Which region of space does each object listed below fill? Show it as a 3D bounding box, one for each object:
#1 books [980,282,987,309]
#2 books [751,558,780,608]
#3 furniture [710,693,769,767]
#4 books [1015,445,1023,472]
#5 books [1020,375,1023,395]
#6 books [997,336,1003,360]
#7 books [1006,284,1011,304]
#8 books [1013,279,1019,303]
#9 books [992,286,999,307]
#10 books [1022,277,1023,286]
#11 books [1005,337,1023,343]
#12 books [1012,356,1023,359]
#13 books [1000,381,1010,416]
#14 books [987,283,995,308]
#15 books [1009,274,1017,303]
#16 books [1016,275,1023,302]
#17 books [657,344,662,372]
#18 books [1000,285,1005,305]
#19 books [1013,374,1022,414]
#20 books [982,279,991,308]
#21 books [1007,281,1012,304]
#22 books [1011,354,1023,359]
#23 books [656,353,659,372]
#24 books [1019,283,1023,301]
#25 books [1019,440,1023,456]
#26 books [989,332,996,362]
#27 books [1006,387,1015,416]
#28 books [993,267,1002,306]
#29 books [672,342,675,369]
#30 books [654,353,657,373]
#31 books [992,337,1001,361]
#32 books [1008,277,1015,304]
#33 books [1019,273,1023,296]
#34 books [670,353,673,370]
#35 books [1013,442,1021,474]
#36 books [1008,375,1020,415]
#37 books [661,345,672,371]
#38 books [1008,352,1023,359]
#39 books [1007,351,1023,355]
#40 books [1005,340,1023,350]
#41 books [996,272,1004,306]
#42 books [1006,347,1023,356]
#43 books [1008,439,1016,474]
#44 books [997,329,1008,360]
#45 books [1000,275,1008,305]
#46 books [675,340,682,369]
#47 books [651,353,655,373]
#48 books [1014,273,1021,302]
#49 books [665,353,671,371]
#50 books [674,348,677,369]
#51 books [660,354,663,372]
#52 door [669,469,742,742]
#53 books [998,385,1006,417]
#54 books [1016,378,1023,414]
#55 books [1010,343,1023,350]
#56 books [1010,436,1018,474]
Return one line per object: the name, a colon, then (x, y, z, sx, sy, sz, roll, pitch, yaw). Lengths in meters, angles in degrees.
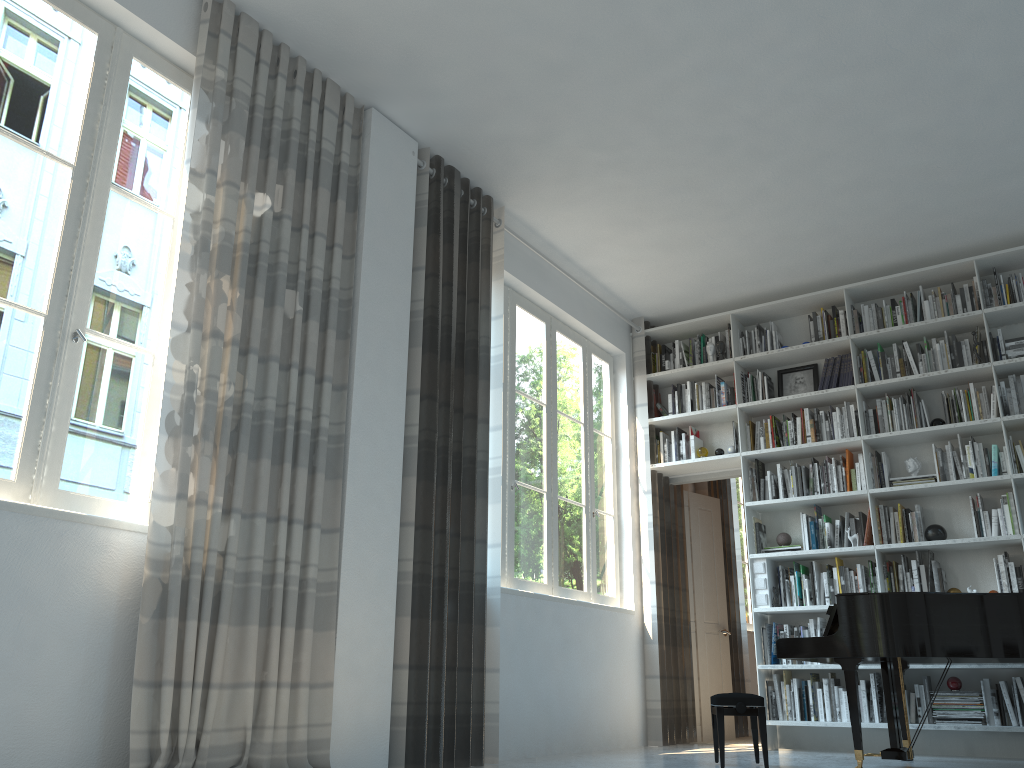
books: (3.202, -0.548, 5.995, 0.012, 0.253, 0.161, -11, -22, 31)
books: (1.793, 1.415, 6.237, 0.106, 0.338, 0.307, -11, -22, 31)
furniture: (1.161, 1.770, 4.551, 0.240, 0.352, 0.469, -2, -19, 8)
books: (3.228, 0.501, 5.598, 0.053, 0.208, 0.156, -11, -22, 31)
books: (3.311, 0.102, 5.696, 0.029, 0.294, 0.151, -11, -22, 31)
books: (3.228, -0.192, 5.847, 0.013, 0.217, 0.141, -11, -22, 31)
books: (3.313, -0.546, 5.907, 0.023, 0.195, 0.172, -11, -22, 31)
books: (3.355, -0.567, 5.881, 0.016, 0.218, 0.144, -11, -22, 31)
books: (3.251, -0.535, 5.939, 0.026, 0.194, 0.167, -11, -22, 31)
books: (3.406, -0.578, 5.874, 0.004, 0.235, 0.138, -11, -22, 31)
books: (3.382, -0.279, 5.779, 0.285, 0.024, 0.160, -12, -22, 31)
books: (3.374, -0.161, 5.731, 0.254, 0.012, 0.161, -14, -24, 36)
books: (3.206, 0.134, 5.747, 0.026, 0.266, 0.171, -11, -22, 31)
books: (3.238, -0.543, 5.967, 0.023, 0.227, 0.157, -11, -22, 31)
books: (3.346, -0.585, 5.899, 0.013, 0.263, 0.147, -11, -22, 31)
books: (3.381, -0.580, 5.889, 0.013, 0.248, 0.148, -11, -22, 31)
books: (1.227, -0.165, 7.200, 0.014, 0.285, 0.175, -11, -22, 31)
books: (3.298, -0.542, 5.935, 0.011, 0.204, 0.146, -11, -22, 31)
books: (3.277, 0.104, 5.729, 0.014, 0.312, 0.134, -11, -22, 31)
books: (3.207, -0.556, 5.969, 0.026, 0.252, 0.186, -11, -22, 31)
books: (3.337, -0.561, 5.921, 0.006, 0.232, 0.136, -11, -22, 31)
books: (3.376, -0.172, 5.738, 0.254, 0.012, 0.161, -10, -22, 28)
books: (1.216, -0.129, 7.207, 0.023, 0.222, 0.151, -11, -22, 31)
books: (3.384, -0.555, 5.866, 0.010, 0.186, 0.153, -11, -22, 31)
books: (3.251, 0.486, 5.603, 0.042, 0.241, 0.162, -11, -22, 31)
books: (3.199, -0.201, 5.879, 0.012, 0.253, 0.161, -11, -22, 31)
books: (3.237, 0.152, 5.739, 0.027, 0.227, 0.147, -11, -22, 31)
books: (3.276, -0.604, 5.963, 0.014, 0.339, 0.145, -11, -22, 31)
books: (1.332, -0.181, 7.142, 0.010, 0.280, 0.161, -11, -22, 31)
books: (1.202, -0.125, 7.228, 0.024, 0.227, 0.130, -11, -22, 31)
books: (3.204, -0.185, 5.844, 0.027, 0.200, 0.168, -11, -22, 31)
books: (3.338, -0.573, 5.908, 0.014, 0.247, 0.139, -11, -22, 31)
books: (3.390, -0.591, 5.866, 0.011, 0.255, 0.144, -11, -22, 31)
books: (1.323, -0.133, 7.152, 0.031, 0.195, 0.145, -11, -22, 31)
books: (3.215, 0.501, 5.639, 0.011, 0.234, 0.142, -11, -22, 31)
books: (3.250, 0.110, 5.722, 0.026, 0.296, 0.179, -11, -22, 31)
books: (1.262, -0.165, 7.172, 0.025, 0.268, 0.177, -11, -22, 31)
books: (3.376, -0.183, 5.742, 0.285, 0.012, 0.160, -10, -22, 28)
books: (3.378, -0.194, 5.747, 0.285, 0.012, 0.160, -11, -22, 29)
books: (3.380, -0.257, 5.768, 0.285, 0.024, 0.160, -13, -23, 33)
books: (3.283, -0.586, 5.945, 0.010, 0.295, 0.153, -11, -22, 31)
books: (3.375, -0.213, 5.746, 0.285, 0.024, 0.160, -14, -24, 36)
books: (3.193, 0.494, 5.646, 0.012, 0.253, 0.161, -11, -22, 31)
books: (3.231, -0.216, 5.826, 0.021, 0.248, 0.192, -11, -22, 31)
books: (3.293, -0.579, 5.917, 0.011, 0.264, 0.164, -11, -22, 31)
books: (1.367, -0.190, 7.119, 0.028, 0.282, 0.190, -11, -22, 31)
books: (1.174, -0.124, 7.219, 0.014, 0.218, 0.189, -11, -22, 31)
books: (3.363, -0.586, 5.880, 0.005, 0.254, 0.168, -11, -22, 31)
books: (1.285, -0.130, 7.146, 0.028, 0.186, 0.182, -11, -22, 31)
books: (1.351, -0.156, 7.132, 0.024, 0.226, 0.158, -11, -22, 31)
books: (1.244, -0.124, 7.178, 0.024, 0.194, 0.167, -11, -22, 31)
door: (1.714, 1.748, 6.934, 0.835, 1.973, 0.788, -11, -22, 31)
books: (3.196, 0.146, 5.763, 0.012, 0.253, 0.161, -11, -22, 31)
books: (3.278, 0.116, 5.691, 0.025, 0.265, 0.185, -11, -22, 31)
books: (3.377, -0.235, 5.756, 0.254, 0.025, 0.161, -10, -22, 28)
books: (3.207, 0.481, 5.652, 0.010, 0.281, 0.140, -11, -22, 31)
